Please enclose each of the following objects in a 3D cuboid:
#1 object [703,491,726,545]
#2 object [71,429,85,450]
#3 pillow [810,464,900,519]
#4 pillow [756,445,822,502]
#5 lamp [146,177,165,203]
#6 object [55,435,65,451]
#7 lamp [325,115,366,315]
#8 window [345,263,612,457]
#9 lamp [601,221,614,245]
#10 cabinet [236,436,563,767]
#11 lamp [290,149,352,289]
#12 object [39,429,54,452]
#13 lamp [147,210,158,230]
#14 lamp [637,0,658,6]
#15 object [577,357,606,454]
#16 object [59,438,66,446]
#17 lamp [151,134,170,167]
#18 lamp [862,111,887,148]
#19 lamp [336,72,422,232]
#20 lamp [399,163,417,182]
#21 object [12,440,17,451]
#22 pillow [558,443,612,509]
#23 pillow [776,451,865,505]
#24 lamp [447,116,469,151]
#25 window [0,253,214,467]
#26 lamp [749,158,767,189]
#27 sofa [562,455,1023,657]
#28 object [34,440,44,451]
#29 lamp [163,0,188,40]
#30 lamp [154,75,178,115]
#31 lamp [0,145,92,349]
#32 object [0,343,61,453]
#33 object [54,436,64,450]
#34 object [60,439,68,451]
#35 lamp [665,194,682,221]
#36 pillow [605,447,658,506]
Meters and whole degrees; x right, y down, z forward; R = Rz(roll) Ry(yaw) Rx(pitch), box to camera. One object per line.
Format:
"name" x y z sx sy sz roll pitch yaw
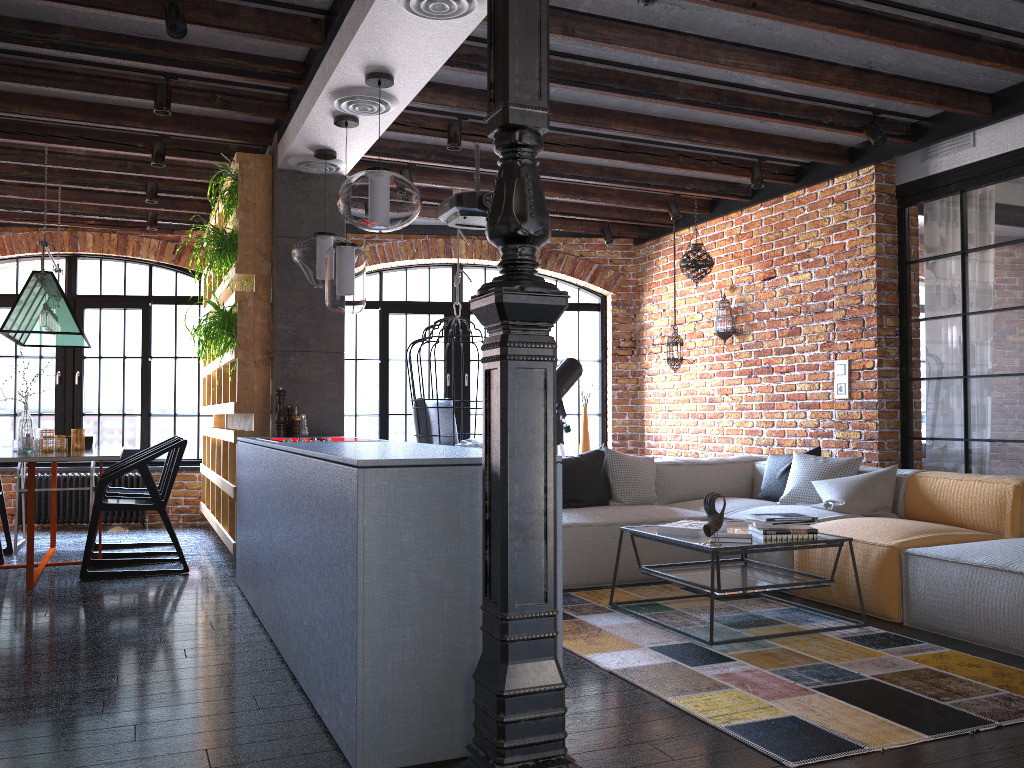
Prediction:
"object" 0.869 0.575 3.805 0.099 0.223 0.093 -1 -2 17
"object" -2.925 0.373 5.977 0.086 0.139 0.086 1 -2 -33
"pillow" 1.962 0.614 5.089 0.485 0.314 0.358 -1 -2 20
"pillow" 1.797 0.596 5.789 0.263 0.400 0.510 1 -2 -29
"lamp" -2.616 -1.420 6.493 0.124 0.184 0.082 1 -2 -39
"object" -2.976 0.388 5.839 0.061 0.099 0.061 -1 -2 15
"lamp" -0.811 -0.820 4.330 0.195 0.955 0.198 0 -2 7
"window" -0.526 -0.210 8.502 3.293 2.232 0.177 0 -2 -6
"lamp" 0.861 -1.357 7.978 0.134 0.208 0.093 -2 -2 43
"cabinet" -0.712 0.678 3.823 0.607 0.844 2.961 1 -2 -23
"lamp" -1.028 -0.904 4.874 0.367 0.747 0.367 -1 -2 30
"object" -2.981 0.362 5.681 0.086 0.139 0.086 -2 -2 40
"lamp" -2.998 -1.386 7.410 0.112 0.184 0.082 -1 -2 35
"lamp" 0.507 -1.538 3.338 0.083 0.190 0.161 0 -2 13
"object" 0.737 0.218 8.322 0.270 1.053 0.299 0 -2 -3
"object" -3.090 0.410 6.074 0.060 0.073 0.060 0 -2 8
"lamp" -2.195 -1.456 5.528 0.113 0.184 0.082 -1 -2 34
"lamp" 2.095 -1.464 5.112 0.094 0.210 0.150 1 -2 -21
"lamp" -0.569 -0.985 3.801 0.364 0.664 0.364 1 -2 -40
"lamp" -0.726 -1.433 6.153 0.116 0.188 0.083 -1 -2 30
"object" -3.197 0.397 5.729 0.060 0.073 0.060 0 -2 8
"pillow" 0.458 0.583 5.611 0.538 0.417 0.238 1 -2 -34
"pillow" 1.880 0.599 5.456 0.293 0.354 0.495 1 -2 -37
"lamp" -0.322 -1.471 5.208 0.119 0.184 0.082 1 -2 -27
"window" -3.975 -0.225 7.982 3.145 2.232 0.177 0 -2 -6
"lamp" 1.677 -1.436 6.060 0.113 0.194 0.085 -2 -2 38
"sofa" 1.340 0.802 4.691 2.536 0.697 3.301 1 -2 -24
"object" -3.079 0.398 5.767 0.060 0.073 0.060 0 -2 8
"lamp" -1.374 -1.514 3.636 0.093 0.210 0.145 1 -2 -31
"lamp" -1.790 -1.492 4.573 0.116 0.184 0.082 -1 -2 27
"lamp" -3.083 -0.918 5.935 0.465 1.267 1.258 1 -2 -23
"object" -3.001 0.070 5.502 0.443 0.708 0.194 0 -2 -8
"object" -3.018 0.391 5.913 0.061 0.099 0.061 0 -2 -16
"object" -2.905 0.394 5.748 0.049 0.080 0.049 1 -2 -39
"lamp" 1.275 -1.394 7.002 0.134 0.208 0.090 -1 -2 34
"pillow" 0.778 0.599 5.720 0.543 0.402 0.250 2 -3 -41
